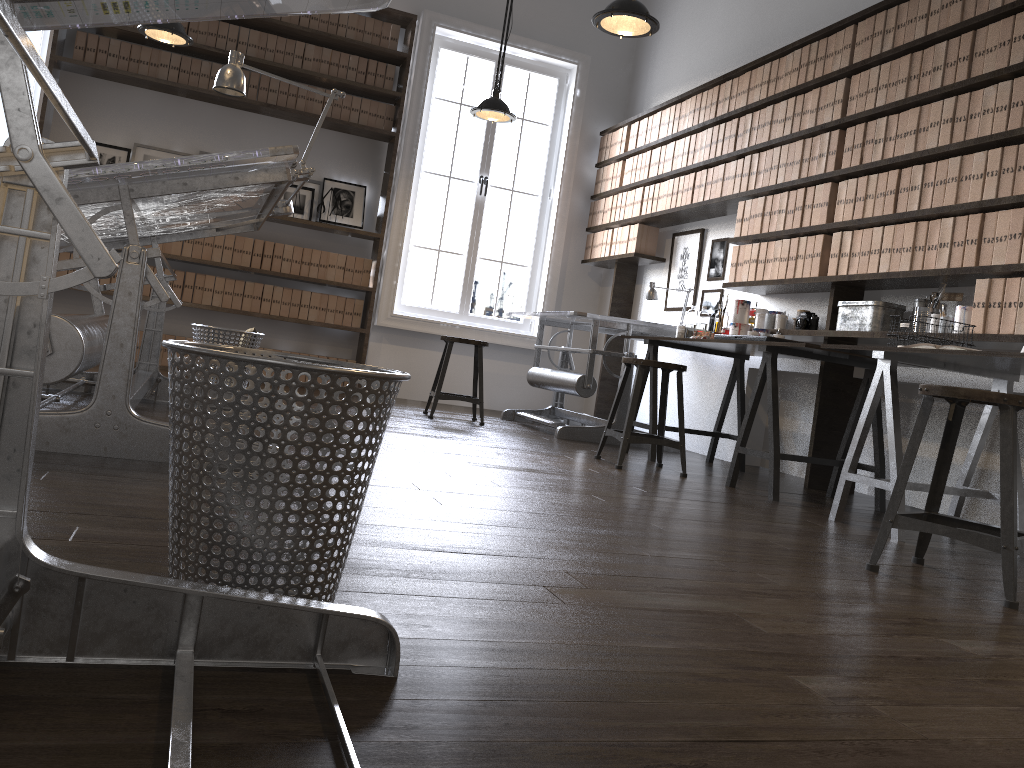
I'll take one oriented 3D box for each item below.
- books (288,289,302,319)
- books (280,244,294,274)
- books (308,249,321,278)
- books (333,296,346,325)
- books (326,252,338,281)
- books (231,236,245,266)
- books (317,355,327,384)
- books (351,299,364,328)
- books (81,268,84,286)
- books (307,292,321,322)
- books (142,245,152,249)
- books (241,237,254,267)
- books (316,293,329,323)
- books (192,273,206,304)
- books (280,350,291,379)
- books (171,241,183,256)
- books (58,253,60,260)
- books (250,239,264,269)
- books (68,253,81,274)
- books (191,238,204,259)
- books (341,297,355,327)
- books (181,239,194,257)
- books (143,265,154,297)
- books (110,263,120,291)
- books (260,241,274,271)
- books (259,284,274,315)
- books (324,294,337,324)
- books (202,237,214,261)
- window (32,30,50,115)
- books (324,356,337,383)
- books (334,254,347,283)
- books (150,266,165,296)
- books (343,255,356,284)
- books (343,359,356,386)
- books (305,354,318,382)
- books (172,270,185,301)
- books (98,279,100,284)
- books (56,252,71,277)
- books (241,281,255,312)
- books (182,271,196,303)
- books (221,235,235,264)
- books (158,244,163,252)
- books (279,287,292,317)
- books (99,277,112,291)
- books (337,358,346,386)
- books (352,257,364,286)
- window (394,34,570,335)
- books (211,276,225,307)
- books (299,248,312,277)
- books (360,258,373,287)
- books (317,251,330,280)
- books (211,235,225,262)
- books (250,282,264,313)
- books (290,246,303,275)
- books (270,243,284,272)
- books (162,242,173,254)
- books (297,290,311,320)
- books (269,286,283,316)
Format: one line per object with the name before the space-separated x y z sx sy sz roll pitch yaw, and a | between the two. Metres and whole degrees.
books | -1.682 -0.619 6.840 0.066 0.226 0.175 9 -1 -20
books | -1.736 -0.952 6.810 0.066 0.226 0.175 9 -1 -20
books | -1.540 -0.925 6.877 0.067 0.226 0.175 9 -1 -20
books | -1.365 -0.575 6.953 0.066 0.226 0.175 9 -1 -20
books | -1.421 -0.908 6.923 0.066 0.226 0.175 9 -1 -20
books | -2.070 -0.997 6.689 0.067 0.226 0.175 9 -1 -20
books | -1.503 -0.107 6.917 0.066 0.226 0.175 9 -1 -20
books | -1.232 -0.557 6.996 0.066 0.226 0.175 9 -1 -20
books | -3.055 -0.807 6.356 0.066 0.226 0.175 9 -1 -20
books | -1.548 -0.600 6.885 0.066 0.226 0.175 9 -1 -20
books | -2.655 -1.078 6.489 0.066 0.226 0.175 9 -1 -20
books | -2.013 -0.990 6.714 0.066 0.226 0.175 9 -1 -20
books | -1.490 -0.592 6.908 0.066 0.226 0.175 9 -1 -20
books | -2.335 -0.708 6.610 0.066 0.226 0.175 9 -1 -20
books | -1.762 -0.142 6.818 0.067 0.226 0.175 9 -1 -20
books | -2.470 -1.052 6.551 0.066 0.226 0.175 9 -1 -20
books | -3.253 -0.834 6.278 0.067 0.226 0.175 9 -1 -20
books | -1.943 -0.980 6.742 0.066 0.226 0.175 9 -1 -20
books | -3.119 -0.816 6.329 0.066 0.226 0.175 9 -1 -20
books | -2.338 -1.034 6.600 0.066 0.226 0.175 9 -1 -20
books | -1.299 -0.566 6.977 0.066 0.226 0.175 9 -1 -20
books | -2.402 -1.043 6.574 0.067 0.226 0.175 9 -1 -20
books | -2.673 -0.755 6.490 0.066 0.226 0.175 9 -1 -20
books | -2.856 -0.780 6.423 0.066 0.226 0.175 9 -1 -20
books | -1.872 -0.970 6.761 0.067 0.226 0.175 9 -1 -20
books | -1.878 -0.645 6.765 0.066 0.226 0.175 9 -1 -20
books | -1.426 -0.583 6.925 0.067 0.226 0.175 9 -1 -20
books | -2.273 -1.025 6.625 0.066 0.226 0.175 9 -1 -20
window | -3.988 -2.110 6.091 1.479 2.501 0.153 9 -2 -19
books | -1.431 -0.097 6.936 0.067 0.226 0.175 9 -1 -20
books | -1.358 -0.900 6.943 0.067 0.226 0.175 9 -1 -20
books | -2.607 -0.746 6.514 0.066 0.226 0.175 9 -1 -20
books | -1.294 -0.891 6.970 0.066 0.226 0.175 9 -1 -20
books | -1.292 -0.078 6.989 0.066 0.226 0.175 9 -1 -20
books | -1.567 -0.116 6.889 0.066 0.226 0.175 9 -1 -20
books | -2.474 -0.727 6.561 0.066 0.226 0.175 9 -1 -20
books | -2.990 -0.798 6.377 0.066 0.226 0.175 9 -1 -20
books | -3.185 -0.825 6.302 0.066 0.226 0.175 9 -1 -20
books | -2.006 -0.663 6.724 0.066 0.226 0.175 9 -1 -20
books | -2.403 -0.718 6.581 0.067 0.226 0.175 9 -1 -20
books | -2.138 -1.007 6.665 0.066 0.226 0.175 9 -1 -20
books | -2.590 -1.069 6.506 0.067 0.226 0.175 9 -1 -20
books | -1.748 -0.628 6.819 0.066 0.226 0.175 9 -1 -20
books | -2.923 -0.789 6.397 0.067 0.226 0.175 9 -1 -20
books | -1.364 -0.088 6.966 0.066 0.226 0.175 9 -1 -20
books | -1.229 -0.882 6.995 0.066 0.226 0.175 9 -1 -20
window | -0.250 -1.602 7.287 1.241 2.312 0.153 9 -2 -19
books | -2.205 -0.690 6.653 0.066 0.226 0.175 9 -1 -20
books | -1.605 -0.934 6.861 0.066 0.226 0.175 9 -1 -20
books | -1.166 -0.873 7.010 0.067 0.226 0.175 9 -1 -20
books | -1.480 -0.917 6.904 0.066 0.226 0.175 9 -1 -20
books | -2.207 -1.016 6.645 0.066 0.226 0.175 9 -1 -20
books | -1.945 -0.655 6.741 0.067 0.226 0.175 9 -1 -20
books | -1.672 -0.943 6.837 0.066 0.226 0.175 9 -1 -20
books | -1.804 -0.961 6.791 0.066 0.226 0.175 9 -1 -20
books | -2.529 -1.061 6.532 0.066 0.226 0.175 9 -1 -20
books | -1.615 -0.609 6.860 0.067 0.226 0.175 9 -1 -20
books | -1.812 -0.636 6.792 0.066 0.226 0.175 9 -1 -20
